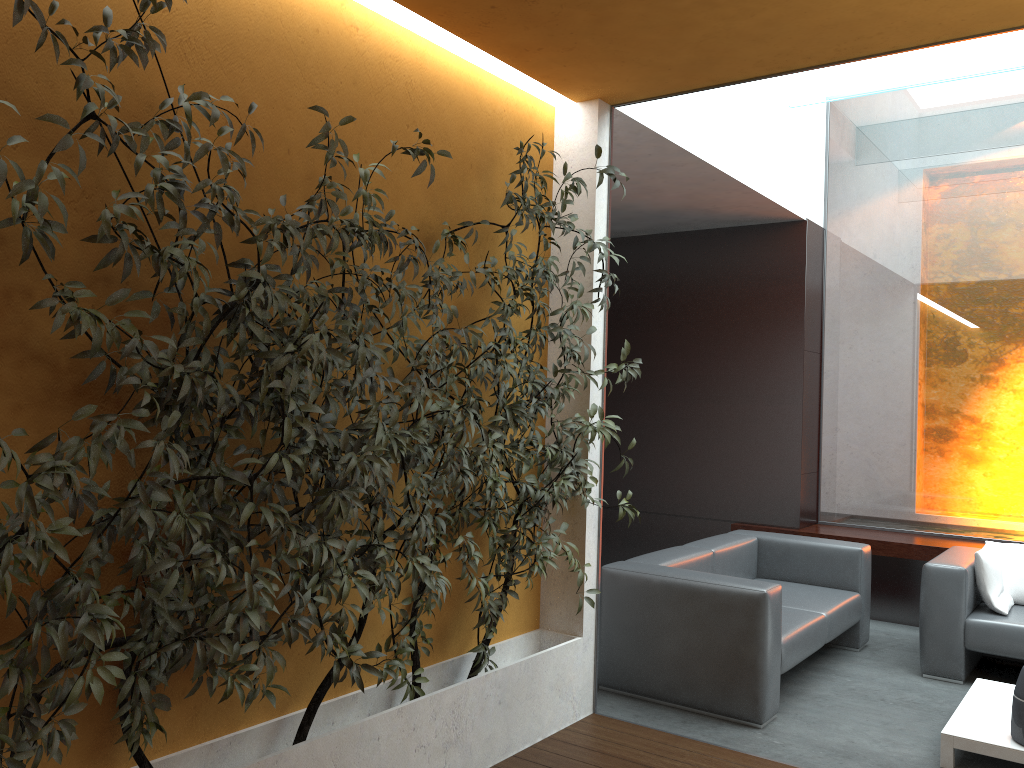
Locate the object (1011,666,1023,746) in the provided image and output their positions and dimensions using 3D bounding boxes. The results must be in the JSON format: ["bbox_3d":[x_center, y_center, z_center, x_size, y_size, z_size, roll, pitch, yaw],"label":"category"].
[{"bbox_3d":[2.252,1.358,3.731,0.265,0.309,0.265,2,-1,8],"label":"object"}]

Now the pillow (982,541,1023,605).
[{"bbox_3d":[3.068,1.152,5.370,0.376,0.361,0.169,1,-1,34],"label":"pillow"}]

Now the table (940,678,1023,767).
[{"bbox_3d":[2.545,1.602,3.940,1.000,0.150,1.000,1,-1,36],"label":"table"}]

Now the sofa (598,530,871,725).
[{"bbox_3d":[1.404,1.321,5.268,0.943,0.652,2.025,1,-1,36],"label":"sofa"}]

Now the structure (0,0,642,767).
[{"bbox_3d":[-0.477,0.050,3.013,0.622,2.483,3.166,1,-1,35],"label":"structure"}]

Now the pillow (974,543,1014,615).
[{"bbox_3d":[2.830,1.142,5.210,0.186,0.358,0.376,1,-1,34],"label":"pillow"}]

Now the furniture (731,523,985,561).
[{"bbox_3d":[4.352,1.219,5.548,6.000,0.109,0.600,1,-1,36],"label":"furniture"}]

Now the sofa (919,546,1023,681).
[{"bbox_3d":[3.741,1.382,4.707,2.781,0.652,0.943,1,-1,36],"label":"sofa"}]
